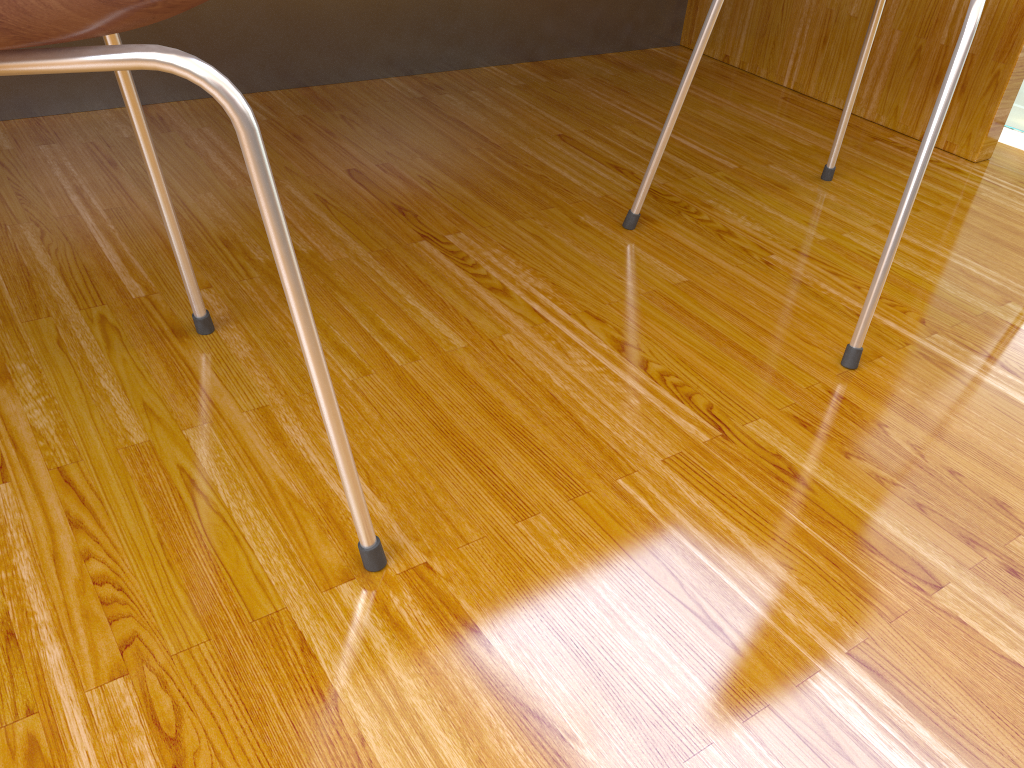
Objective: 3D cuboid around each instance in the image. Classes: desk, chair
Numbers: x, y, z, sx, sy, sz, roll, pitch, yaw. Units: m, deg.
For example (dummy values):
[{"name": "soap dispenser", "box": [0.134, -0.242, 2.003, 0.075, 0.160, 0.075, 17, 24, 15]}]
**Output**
[{"name": "desk", "box": [-0.841, -0.348, 1.056, 3.216, 1.022, 1.248, -18, 42, -30]}, {"name": "chair", "box": [-0.342, -0.184, 0.470, 0.428, 0.693, 0.381, -18, 42, -30]}, {"name": "chair", "box": [0.454, -0.449, 0.960, 0.428, 0.693, 0.381, -18, 42, -30]}]
